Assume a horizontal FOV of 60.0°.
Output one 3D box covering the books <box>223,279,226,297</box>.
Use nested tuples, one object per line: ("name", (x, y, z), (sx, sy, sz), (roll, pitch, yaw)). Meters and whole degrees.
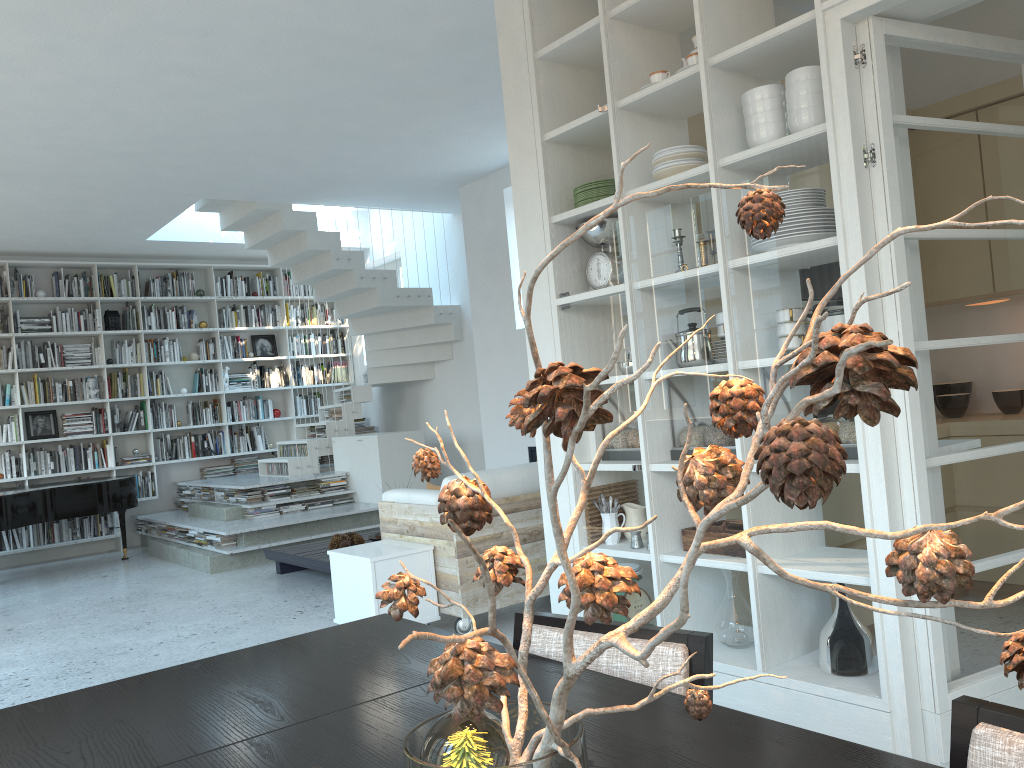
("books", (-3.454, -1.125, 10.554), (0.024, 0.231, 0.168), (-5, -1, -37))

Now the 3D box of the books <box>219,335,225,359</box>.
("books", (-3.451, -0.424, 10.517), (0.015, 0.301, 0.140), (-5, -1, -37))

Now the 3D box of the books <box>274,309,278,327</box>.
("books", (-2.939, -0.799, 10.925), (0.022, 0.234, 0.158), (-5, -1, -37))

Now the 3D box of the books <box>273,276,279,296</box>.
("books", (-2.925, -1.184, 10.954), (0.026, 0.263, 0.163), (-5, -1, -37))

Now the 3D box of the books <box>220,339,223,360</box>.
("books", (-3.474, -0.398, 10.514), (0.030, 0.253, 0.128), (-5, -1, -37))

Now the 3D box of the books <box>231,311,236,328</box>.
("books", (-3.351, -0.754, 10.590), (0.025, 0.207, 0.175), (-5, -1, -37))

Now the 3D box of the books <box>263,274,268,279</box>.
("books", (-3.020, -1.194, 10.900), (0.020, 0.299, 0.131), (-5, -1, -37))

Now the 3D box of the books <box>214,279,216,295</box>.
("books", (-3.550, -1.149, 10.489), (0.028, 0.294, 0.150), (-5, -1, -37))

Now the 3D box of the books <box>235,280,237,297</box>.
("books", (-3.346, -1.128, 10.654), (0.030, 0.220, 0.133), (-5, -1, -37))

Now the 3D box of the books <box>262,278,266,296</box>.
("books", (-3.057, -1.166, 10.852), (0.031, 0.248, 0.164), (-5, -1, -37))

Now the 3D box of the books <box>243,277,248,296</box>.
("books", (-3.242, -1.153, 10.733), (0.012, 0.254, 0.161), (-5, -1, -37))

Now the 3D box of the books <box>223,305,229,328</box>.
("books", (-3.415, -0.786, 10.563), (0.051, 0.282, 0.167), (-5, -1, -37))

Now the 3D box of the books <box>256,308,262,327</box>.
("books", (-3.094, -0.790, 10.781), (0.014, 0.240, 0.189), (-5, -1, -37))

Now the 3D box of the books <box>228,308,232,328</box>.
("books", (-3.388, -0.772, 10.593), (0.026, 0.250, 0.130), (-5, -1, -37))

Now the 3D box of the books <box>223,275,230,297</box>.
("books", (-3.406, -1.153, 10.592), (0.048, 0.278, 0.150), (-5, -1, -37))

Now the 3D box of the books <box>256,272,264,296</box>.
("books", (-3.081, -1.200, 10.838), (0.007, 0.321, 0.165), (-5, -1, -37))

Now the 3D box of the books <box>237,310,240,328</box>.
("books", (-3.308, -0.765, 10.639), (0.030, 0.224, 0.158), (-5, -1, -37))

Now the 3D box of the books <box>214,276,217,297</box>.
("books", (-3.537, -1.135, 10.509), (0.014, 0.264, 0.140), (-5, -1, -37))

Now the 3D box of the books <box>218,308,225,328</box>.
("books", (-3.450, -0.768, 10.538), (0.012, 0.254, 0.161), (-5, -1, -37))

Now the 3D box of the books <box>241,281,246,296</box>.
("books", (-3.264, -1.126, 10.685), (0.023, 0.202, 0.190), (-5, -1, -37))

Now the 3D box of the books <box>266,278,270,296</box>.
("books", (-3.020, -1.162, 10.872), (0.018, 0.235, 0.186), (-5, -1, -37))

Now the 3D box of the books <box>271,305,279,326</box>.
("books", (-2.920, -0.826, 10.936), (0.026, 0.284, 0.147), (-5, -1, -37))

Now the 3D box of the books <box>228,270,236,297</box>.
("books", (-3.354, -1.184, 10.622), (0.014, 0.332, 0.180), (-5, -1, -37))

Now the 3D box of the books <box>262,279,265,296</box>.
("books", (-3.066, -1.154, 10.836), (0.007, 0.226, 0.170), (-5, -1, -37))

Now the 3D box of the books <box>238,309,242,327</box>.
("books", (-3.296, -0.772, 10.667), (0.024, 0.236, 0.146), (-5, -1, -37))

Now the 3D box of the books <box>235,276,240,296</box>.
("books", (-3.318, -1.152, 10.651), (0.014, 0.262, 0.168), (-5, -1, -37))

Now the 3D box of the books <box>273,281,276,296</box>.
("books", (-2.959, -1.154, 10.954), (0.031, 0.211, 0.131), (-5, -1, -37))

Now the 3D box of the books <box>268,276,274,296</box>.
("books", (-2.981, -1.187, 10.933), (0.025, 0.279, 0.136), (-5, -1, -37))

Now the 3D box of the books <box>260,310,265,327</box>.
("books", (-3.069, -0.781, 10.808), (0.031, 0.217, 0.165), (-5, -1, -37))

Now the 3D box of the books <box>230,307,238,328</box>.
("books", (-3.336, -0.781, 10.609), (0.026, 0.261, 0.167), (-5, -1, -37))

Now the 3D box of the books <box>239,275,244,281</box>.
("books", (-3.269, -1.164, 10.717), (0.012, 0.279, 0.153), (-5, -1, -37))

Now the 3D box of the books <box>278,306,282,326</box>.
("books", (-2.895, -0.819, 10.952), (0.031, 0.265, 0.169), (-5, -1, -37))

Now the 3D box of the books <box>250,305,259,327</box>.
("books", (-3.135, -0.808, 10.781), (0.048, 0.283, 0.162), (-5, -1, -37))

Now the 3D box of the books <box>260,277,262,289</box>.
("books", (-3.096, -1.168, 10.842), (0.017, 0.259, 0.136), (-5, -1, -37))

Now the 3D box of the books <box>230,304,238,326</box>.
("books", (-3.328, -0.800, 10.627), (0.011, 0.296, 0.162), (-5, -1, -37))

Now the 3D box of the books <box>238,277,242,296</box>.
("books", (-3.292, -1.150, 10.683), (0.021, 0.254, 0.151), (-5, -1, -37))

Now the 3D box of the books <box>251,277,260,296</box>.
("books", (-3.122, -1.164, 10.795), (0.019, 0.256, 0.169), (-5, -1, -37))

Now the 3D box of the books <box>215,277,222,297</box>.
("books", (-3.493, -1.132, 10.520), (0.025, 0.250, 0.178), (-5, -1, -37))

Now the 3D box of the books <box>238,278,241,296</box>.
("books", (-3.303, -1.140, 10.663), (0.022, 0.236, 0.172), (-5, -1, -37))

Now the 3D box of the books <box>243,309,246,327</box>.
("books", (-3.250, -0.777, 10.688), (0.025, 0.238, 0.143), (-5, -1, -37))

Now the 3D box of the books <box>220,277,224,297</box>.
("books", (-3.469, -1.129, 10.532), (0.026, 0.242, 0.184), (-5, -1, -37))

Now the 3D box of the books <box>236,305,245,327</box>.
("books", (-3.266, -0.800, 10.666), (0.026, 0.288, 0.156), (-5, -1, -37))

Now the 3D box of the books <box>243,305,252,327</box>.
("books", (-3.197, -0.796, 10.664), (0.032, 0.265, 0.245), (-5, -1, -37))

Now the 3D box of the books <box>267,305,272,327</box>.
("books", (-2.988, -0.815, 10.868), (0.036, 0.272, 0.177), (-5, -1, -37))

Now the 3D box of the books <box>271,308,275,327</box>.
("books", (-2.965, -0.801, 10.894), (0.030, 0.241, 0.162), (-5, -1, -37))

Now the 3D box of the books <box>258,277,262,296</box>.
("books", (-3.100, -1.164, 10.821), (0.016, 0.252, 0.189), (-5, -1, -37))

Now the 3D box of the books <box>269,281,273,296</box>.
("books", (-2.988, -1.152, 10.902), (0.029, 0.210, 0.169), (-5, -1, -37))

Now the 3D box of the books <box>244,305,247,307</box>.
("books", (-3.210, -0.803, 10.731), (0.012, 0.285, 0.159), (-5, -1, -37))

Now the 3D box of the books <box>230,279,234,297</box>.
("books", (-3.374, -1.131, 10.617), (0.030, 0.231, 0.148), (-5, -1, -37))

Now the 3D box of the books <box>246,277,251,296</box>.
("books", (-3.218, -1.157, 10.735), (0.030, 0.257, 0.165), (-5, -1, -37))

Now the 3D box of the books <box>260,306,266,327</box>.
("books", (-3.055, -0.805, 10.831), (0.023, 0.264, 0.156), (-5, -1, -37))

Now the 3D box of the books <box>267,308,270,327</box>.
("books", (-3.011, -0.801, 10.861), (0.011, 0.249, 0.152), (-5, -1, -37))

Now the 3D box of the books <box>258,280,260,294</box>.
("books", (-3.111, -1.147, 10.805), (0.008, 0.220, 0.182), (-5, -1, -37))

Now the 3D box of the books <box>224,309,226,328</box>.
("books", (-3.438, -0.761, 10.543), (0.013, 0.236, 0.142), (-5, -1, -37))

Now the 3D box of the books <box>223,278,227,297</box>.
("books", (-3.445, -1.135, 10.583), (0.027, 0.249, 0.140), (-5, -1, -37))

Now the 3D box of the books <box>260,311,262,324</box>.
("books", (-3.093, -0.778, 10.803), (0.013, 0.216, 0.177), (-5, -1, -37))

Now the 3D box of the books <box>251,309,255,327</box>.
("books", (-3.160, -0.780, 10.726), (0.030, 0.230, 0.187), (-5, -1, -37))

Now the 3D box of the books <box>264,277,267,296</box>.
("books", (-3.047, -1.170, 10.879), (0.017, 0.257, 0.146), (-5, -1, -37))

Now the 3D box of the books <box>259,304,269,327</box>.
("books", (-3.031, -0.823, 10.834), (0.022, 0.294, 0.181), (-5, -1, -37))

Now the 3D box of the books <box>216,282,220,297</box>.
("books", (-3.502, -1.097, 10.497), (0.022, 0.182, 0.190), (-5, -1, -37))
